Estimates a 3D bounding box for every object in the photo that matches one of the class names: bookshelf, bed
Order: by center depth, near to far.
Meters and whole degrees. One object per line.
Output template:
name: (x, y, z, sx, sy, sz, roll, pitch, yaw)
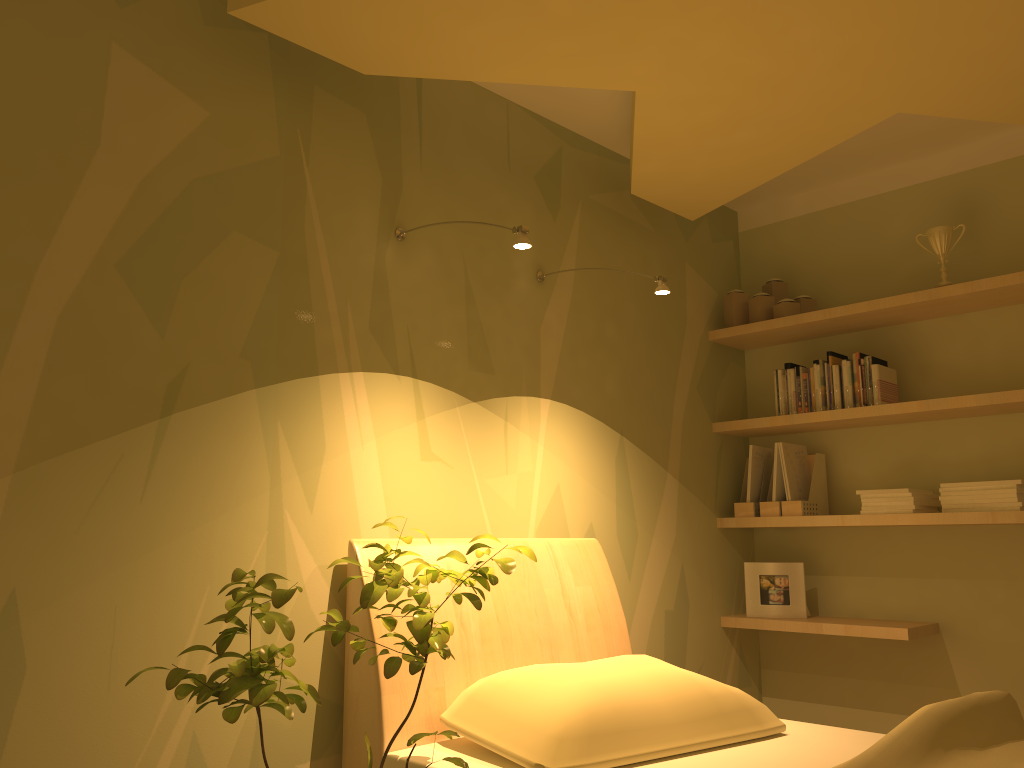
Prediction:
bed: (0.755, 0.762, 1.800, 2.378, 0.894, 1.286, -10, -14, 44)
bookshelf: (1.888, 0.239, 2.944, 2.605, 1.240, 0.300, -10, -14, 44)

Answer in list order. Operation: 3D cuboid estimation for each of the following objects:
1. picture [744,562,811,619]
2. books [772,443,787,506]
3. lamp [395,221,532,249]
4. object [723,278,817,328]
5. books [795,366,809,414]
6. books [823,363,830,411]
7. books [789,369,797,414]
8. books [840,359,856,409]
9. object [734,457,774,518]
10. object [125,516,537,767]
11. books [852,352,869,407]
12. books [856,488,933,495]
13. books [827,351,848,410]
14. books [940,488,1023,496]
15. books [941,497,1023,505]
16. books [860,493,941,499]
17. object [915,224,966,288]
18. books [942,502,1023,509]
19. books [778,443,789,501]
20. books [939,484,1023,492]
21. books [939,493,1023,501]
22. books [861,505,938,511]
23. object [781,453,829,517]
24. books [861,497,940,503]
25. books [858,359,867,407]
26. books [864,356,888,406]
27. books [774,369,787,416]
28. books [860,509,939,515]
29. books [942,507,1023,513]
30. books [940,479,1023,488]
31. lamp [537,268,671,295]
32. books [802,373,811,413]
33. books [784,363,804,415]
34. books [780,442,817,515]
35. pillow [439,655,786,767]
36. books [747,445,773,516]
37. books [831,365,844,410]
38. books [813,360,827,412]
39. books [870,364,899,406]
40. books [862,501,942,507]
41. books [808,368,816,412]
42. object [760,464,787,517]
picture: (1.081, 0.840, 3.626, 0.247, 0.219, 0.131, -4, -11, 22)
books: (1.134, 0.399, 3.659, 0.048, 0.297, 0.214, -10, -14, 44)
lamp: (-0.146, -0.412, 2.462, 0.533, 0.178, 0.050, -10, -14, 44)
object: (1.106, -0.351, 3.812, 0.234, 0.229, 0.349, 9, -14, -44)
books: (1.215, 0.039, 3.645, 0.032, 0.203, 0.157, -10, -14, 44)
books: (1.298, 0.024, 3.566, 0.017, 0.203, 0.155, -10, -14, 44)
books: (1.196, 0.045, 3.663, 0.022, 0.198, 0.157, -10, -14, 44)
books: (1.355, 0.014, 3.509, 0.040, 0.203, 0.157, -10, -14, 44)
object: (1.029, 0.437, 3.759, 0.087, 0.259, 0.236, -8, -13, 38)
object: (-0.325, 0.729, 1.740, 0.372, 0.944, 0.828, -8, -13, 37)
books: (1.387, -0.002, 3.493, 0.032, 0.229, 0.138, -10, -14, 44)
books: (1.445, 0.410, 3.347, 0.190, 0.015, 0.270, -9, -13, 41)
books: (1.311, 0.000, 3.556, 0.021, 0.247, 0.157, -10, -14, 44)
books: (1.685, 0.383, 3.110, 0.190, 0.015, 0.270, 6, -12, -32)
books: (1.683, 0.412, 3.105, 0.190, 0.015, 0.270, 6, -12, -33)
books: (1.467, 0.425, 3.343, 0.270, 0.015, 0.190, 9, -14, -43)
object: (1.625, -0.456, 3.344, 0.160, 0.268, 0.095, -3, -10, 15)
books: (1.688, 0.429, 3.110, 0.190, 0.015, 0.270, 7, -13, -37)
books: (1.164, 0.393, 3.627, 0.036, 0.296, 0.210, -10, -14, 44)
books: (1.691, 0.372, 3.134, 0.190, 0.015, 0.270, 7, -12, -34)
books: (1.680, 0.399, 3.113, 0.190, 0.015, 0.270, 7, -12, -34)
books: (1.459, 0.469, 3.336, 0.190, 0.015, 0.270, -9, -13, 40)
object: (1.188, 0.410, 3.606, 0.087, 0.259, 0.236, -10, -14, 44)
books: (1.462, 0.439, 3.334, 0.190, 0.015, 0.270, -10, -14, 43)
books: (1.400, 0.009, 3.465, 0.022, 0.198, 0.157, -10, -14, 44)
books: (1.419, 0.003, 3.447, 0.032, 0.203, 0.157, -10, -14, 44)
books: (1.151, 0.050, 3.707, 0.040, 0.203, 0.157, -10, -14, 44)
books: (1.459, 0.484, 3.333, 0.190, 0.015, 0.270, -10, -14, 43)
books: (1.688, 0.443, 3.107, 0.190, 0.015, 0.270, 7, -12, -34)
books: (1.687, 0.355, 3.123, 0.190, 0.015, 0.270, 8, -13, -39)
lamp: (0.288, -0.337, 2.897, 0.533, 0.178, 0.050, -10, -14, 44)
books: (1.234, 0.051, 3.624, 0.021, 0.172, 0.157, -10, -14, 44)
books: (1.183, 0.034, 3.691, 0.032, 0.229, 0.138, -10, -14, 44)
books: (1.173, 0.392, 3.624, 0.043, 0.296, 0.210, -10, -14, 44)
pillow: (0.266, 0.835, 2.290, 0.801, 0.213, 0.482, 7, -12, -35)
books: (1.045, 0.415, 3.747, 0.048, 0.297, 0.214, -8, -13, 38)
books: (1.324, 0.027, 3.527, 0.032, 0.184, 0.173, -10, -14, 44)
books: (1.274, 0.021, 3.582, 0.038, 0.217, 0.166, -10, -14, 44)
books: (1.435, 0.017, 3.414, 0.032, 0.163, 0.178, -10, -14, 44)
books: (1.467, 0.454, 3.335, 0.270, 0.015, 0.190, 9, -14, -44)
books: (1.257, 0.038, 3.611, 0.032, 0.193, 0.146, -10, -14, 44)
object: (1.119, 0.422, 3.673, 0.087, 0.259, 0.236, -10, -14, 44)
